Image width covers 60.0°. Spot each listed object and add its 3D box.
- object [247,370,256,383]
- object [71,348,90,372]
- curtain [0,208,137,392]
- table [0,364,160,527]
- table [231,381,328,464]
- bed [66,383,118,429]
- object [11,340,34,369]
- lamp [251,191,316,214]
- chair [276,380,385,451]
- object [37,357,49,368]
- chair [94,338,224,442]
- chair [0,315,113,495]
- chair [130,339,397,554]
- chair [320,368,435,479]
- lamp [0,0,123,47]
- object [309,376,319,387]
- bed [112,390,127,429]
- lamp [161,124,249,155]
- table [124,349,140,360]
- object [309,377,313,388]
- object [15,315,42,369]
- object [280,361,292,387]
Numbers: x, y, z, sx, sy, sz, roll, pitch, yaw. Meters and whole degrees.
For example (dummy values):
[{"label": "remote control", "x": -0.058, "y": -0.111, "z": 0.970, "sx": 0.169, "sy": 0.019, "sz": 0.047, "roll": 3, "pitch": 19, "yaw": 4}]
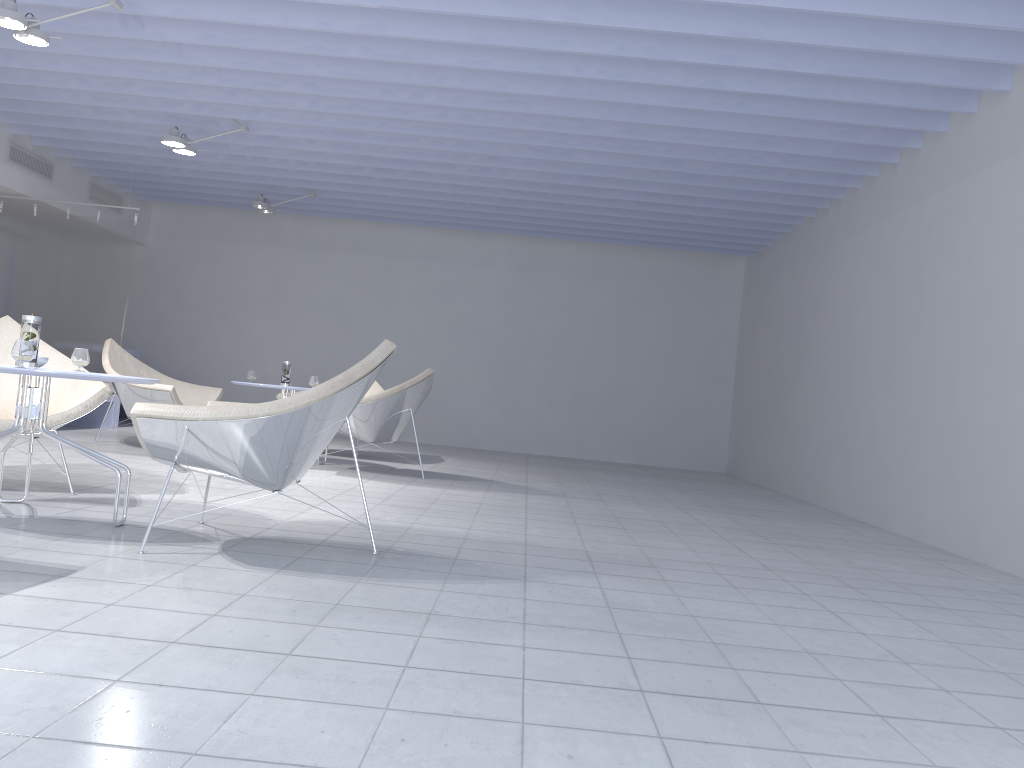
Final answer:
[{"label": "object", "x": -1.935, "y": -0.054, "z": 6.589, "sx": 0.068, "sy": 0.091, "sz": 0.068, "roll": 6, "pitch": -1, "yaw": -9}, {"label": "object", "x": -1.694, "y": -0.094, "z": 3.481, "sx": 0.068, "sy": 0.091, "sz": 0.068, "roll": 5, "pitch": -1, "yaw": 30}, {"label": "curtain", "x": -4.397, "y": -0.775, "z": 7.890, "sx": 1.998, "sy": 1.559, "sz": 0.125, "roll": 6, "pitch": -1, "yaw": 0}, {"label": "table", "x": -1.727, "y": 0.211, "z": 3.173, "sx": 0.825, "sy": 0.534, "sz": 0.823, "roll": 6, "pitch": -1, "yaw": -8}, {"label": "table", "x": -1.665, "y": 0.285, "z": 6.523, "sx": 0.825, "sy": 0.534, "sz": 0.823, "roll": 6, "pitch": -1, "yaw": -22}, {"label": "bed", "x": -4.511, "y": 0.067, "z": 6.761, "sx": 2.016, "sy": 0.427, "sz": 2.200, "roll": 6, "pitch": -1, "yaw": 1}, {"label": "object", "x": -1.609, "y": -0.097, "z": 2.917, "sx": 0.068, "sy": 0.091, "sz": 0.068, "roll": 5, "pitch": -1, "yaw": 24}, {"label": "lamp", "x": -2.250, "y": -1.815, "z": 8.781, "sx": 0.587, "sy": 0.218, "sz": 0.380, "roll": 6, "pitch": -1, "yaw": 1}, {"label": "chair", "x": -1.438, "y": 0.214, "z": 7.541, "sx": 0.906, "sy": 0.759, "sz": 0.753, "roll": 5, "pitch": -1, "yaw": 16}, {"label": "object", "x": -1.846, "y": -0.085, "z": 3.442, "sx": 0.082, "sy": 0.043, "sz": 0.082, "roll": 6, "pitch": -1, "yaw": -31}, {"label": "chair", "x": -2.614, "y": 0.076, "z": 6.384, "sx": 0.753, "sy": 0.759, "sz": 0.906, "roll": 5, "pitch": -1, "yaw": 5}, {"label": "chair", "x": -2.296, "y": 0.058, "z": 3.954, "sx": 0.906, "sy": 0.759, "sz": 0.753, "roll": 6, "pitch": -1, "yaw": -29}, {"label": "chair", "x": -0.807, "y": 0.185, "z": 3.112, "sx": 0.753, "sy": 0.759, "sz": 0.906, "roll": 6, "pitch": -1, "yaw": -3}, {"label": "chair", "x": -0.912, "y": 0.238, "z": 6.184, "sx": 0.753, "sy": 0.759, "sz": 0.906, "roll": 5, "pitch": -1, "yaw": 19}, {"label": "lamp", "x": -2.326, "y": -1.908, "z": 4.580, "sx": 0.587, "sy": 0.218, "sz": 0.380, "roll": 6, "pitch": -1, "yaw": 1}, {"label": "object", "x": -1.419, "y": -0.009, "z": 6.350, "sx": 0.068, "sy": 0.091, "sz": 0.068, "roll": 6, "pitch": -1, "yaw": -9}, {"label": "bed", "x": -4.471, "y": 0.116, "z": 8.971, "sx": 2.016, "sy": 0.427, "sz": 2.200, "roll": 6, "pitch": -1, "yaw": 1}, {"label": "lamp", "x": -2.288, "y": -1.862, "z": 6.669, "sx": 0.587, "sy": 0.218, "sz": 0.380, "roll": 6, "pitch": -1, "yaw": 1}, {"label": "table", "x": -4.441, "y": -0.183, "z": 9.500, "sx": 0.416, "sy": 0.450, "sz": 1.065, "roll": 6, "pitch": -1, "yaw": 1}, {"label": "object", "x": -1.527, "y": -0.010, "z": 6.813, "sx": 0.068, "sy": 0.091, "sz": 0.068, "roll": 6, "pitch": -1, "yaw": -9}, {"label": "object", "x": -1.719, "y": -0.152, "z": 3.158, "sx": 0.075, "sy": 0.189, "sz": 0.075, "roll": 6, "pitch": -1, "yaw": -7}, {"label": "object", "x": -1.668, "y": -0.076, "z": 6.554, "sx": 0.075, "sy": 0.185, "sz": 0.075, "roll": 6, "pitch": -1, "yaw": -36}]
